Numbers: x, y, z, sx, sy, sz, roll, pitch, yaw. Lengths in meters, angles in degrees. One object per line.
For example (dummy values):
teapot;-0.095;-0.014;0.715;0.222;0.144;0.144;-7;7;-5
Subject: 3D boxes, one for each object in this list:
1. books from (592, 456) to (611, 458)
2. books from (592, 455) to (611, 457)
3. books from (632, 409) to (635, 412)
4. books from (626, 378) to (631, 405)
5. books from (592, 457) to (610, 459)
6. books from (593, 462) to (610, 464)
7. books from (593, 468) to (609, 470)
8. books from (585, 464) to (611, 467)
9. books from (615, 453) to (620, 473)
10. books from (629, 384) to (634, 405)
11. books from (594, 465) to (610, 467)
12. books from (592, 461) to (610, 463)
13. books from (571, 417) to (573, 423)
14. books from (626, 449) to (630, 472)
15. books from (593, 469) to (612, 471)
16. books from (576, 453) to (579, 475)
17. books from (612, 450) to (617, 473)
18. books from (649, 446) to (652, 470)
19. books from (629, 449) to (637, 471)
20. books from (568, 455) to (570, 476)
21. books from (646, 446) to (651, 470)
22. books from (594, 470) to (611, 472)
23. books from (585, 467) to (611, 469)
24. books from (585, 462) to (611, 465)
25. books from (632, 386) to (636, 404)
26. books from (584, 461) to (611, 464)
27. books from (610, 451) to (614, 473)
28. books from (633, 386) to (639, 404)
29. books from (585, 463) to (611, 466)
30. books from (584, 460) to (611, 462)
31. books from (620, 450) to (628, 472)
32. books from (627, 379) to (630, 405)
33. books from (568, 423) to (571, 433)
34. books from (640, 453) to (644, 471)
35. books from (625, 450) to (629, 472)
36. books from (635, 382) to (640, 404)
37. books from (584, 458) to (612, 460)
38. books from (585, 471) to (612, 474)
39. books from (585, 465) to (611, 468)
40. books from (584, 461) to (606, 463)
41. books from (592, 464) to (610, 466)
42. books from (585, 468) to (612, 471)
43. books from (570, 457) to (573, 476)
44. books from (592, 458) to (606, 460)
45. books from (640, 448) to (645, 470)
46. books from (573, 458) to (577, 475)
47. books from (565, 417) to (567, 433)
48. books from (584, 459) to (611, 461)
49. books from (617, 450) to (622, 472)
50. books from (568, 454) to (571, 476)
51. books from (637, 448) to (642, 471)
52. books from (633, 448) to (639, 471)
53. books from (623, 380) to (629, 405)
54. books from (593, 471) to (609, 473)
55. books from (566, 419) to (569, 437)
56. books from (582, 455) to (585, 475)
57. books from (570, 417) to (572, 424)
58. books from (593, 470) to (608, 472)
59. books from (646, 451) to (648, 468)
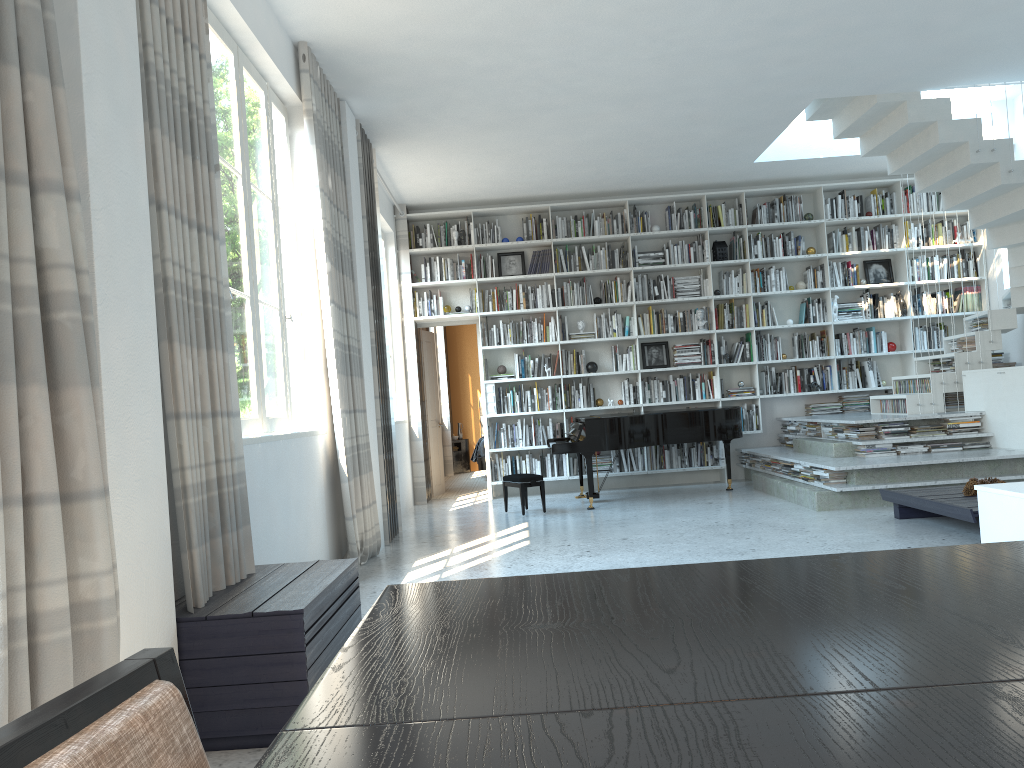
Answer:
books;0.935;0.798;9.711;0.285;0.005;0.159;-4;-2;0
books;0.934;0.787;9.699;0.285;0.005;0.159;-4;-2;5
books;1.341;0.436;9.699;0.013;0.320;0.173;-4;-1;0
books;1.276;0.082;9.715;0.014;0.291;0.132;-4;-1;0
books;0.935;0.809;9.711;0.254;0.006;0.161;-4;-2;0
books;0.936;0.864;9.710;0.254;0.006;0.161;-4;-2;0
books;0.944;0.924;9.700;0.254;0.007;0.161;-4;-2;-4
books;0.941;0.890;9.698;0.285;0.007;0.159;-4;-2;-5
books;1.146;0.860;9.694;0.029;0.202;0.178;-4;-1;0
books;1.299;0.115;9.705;0.029;0.221;0.153;-4;-1;0
books;0.941;0.897;9.707;0.254;0.007;0.161;-4;-2;1
books;0.935;0.853;9.708;0.254;0.006;0.161;-4;-2;-1
books;0.660;0.501;9.714;0.013;0.288;0.161;-4;-1;0
books;1.264;0.815;9.685;0.012;0.274;0.180;-4;-1;0
books;0.943;0.938;9.700;0.285;0.007;0.159;-4;-2;-4
books;0.723;0.876;9.701;0.023;0.231;0.164;-4;-1;0
books;1.113;0.831;9.707;0.031;0.265;0.144;-4;-1;0
books;1.500;0.785;9.687;0.014;0.300;0.184;-4;-1;0
books;1.307;0.812;9.697;0.073;0.276;0.181;-4;-1;0
books;0.615;0.857;9.713;0.012;0.285;0.159;-4;-1;0
books;1.482;0.809;9.687;0.026;0.256;0.183;-4;-1;0
books;0.944;0.952;9.709;0.254;0.007;0.161;-4;-2;0
books;0.943;0.917;9.705;0.285;0.007;0.159;-4;-2;2
books;0.939;0.870;9.710;0.285;0.007;0.159;-4;-2;0
books;1.330;0.127;9.725;0.031;0.194;0.142;-4;-1;0
books;0.936;0.858;9.706;0.285;0.005;0.159;-4;-2;-2
books;1.092;0.838;9.692;0.012;0.254;0.161;-4;-1;0
books;1.357;0.121;9.712;0.024;0.201;0.158;-4;-1;0
books;0.940;0.877;9.708;0.285;0.007;0.159;-4;-2;1
books;0.935;0.842;9.708;0.285;0.005;0.159;-4;-2;-1
books;1.216;0.830;9.695;0.062;0.253;0.177;-4;-1;0
books;1.265;0.090;9.718;0.010;0.277;0.155;-4;-1;0
books;0.634;0.541;9.712;0.026;0.213;0.140;-4;-1;0
books;1.408;0.853;9.695;0.024;0.180;0.171;-4;-1;0
books;1.254;0.838;9.692;0.011;0.232;0.174;-4;-1;0
books;1.377;0.100;9.738;0.019;0.242;0.107;-4;-1;0
books;0.936;0.820;9.704;0.285;0.005;0.159;-4;-2;-3
books;0.945;0.966;9.709;0.285;0.007;0.159;-4;-2;0
books;0.942;0.904;9.700;0.285;0.007;0.159;-4;-2;-4
books;0.935;0.847;9.708;0.285;0.005;0.159;-4;-2;1
books;0.940;0.883;9.707;0.254;0.007;0.161;-4;-2;1
books;0.944;0.931;9.697;0.285;0.007;0.159;-4;-2;5
books;0.648;0.898;9.711;0.025;0.198;0.160;-4;-1;0
books;0.936;0.815;9.700;0.254;0.006;0.161;-4;-2;-5
books;1.428;0.823;9.715;0.021;0.237;0.115;-4;-1;0
books;0.687;0.902;9.703;0.053;0.184;0.148;-4;-1;0
books;0.590;0.508;9.718;0.012;0.285;0.159;-4;-1;0
books;0.934;0.831;9.701;0.285;0.005;0.159;-4;-2;-4
books;1.173;0.841;9.706;0.028;0.238;0.136;-4;-1;0
books;0.628;0.883;9.715;0.012;0.230;0.138;-4;-1;0
books;1.381;0.814;9.679;0.024;0.260;0.189;-4;-1;0
books;1.357;0.817;9.711;0.025;0.259;0.132;-4;-1;0
books;1.246;0.095;9.705;0.027;0.269;0.159;-4;-1;0
books;0.944;0.959;9.700;0.254;0.007;0.161;-4;-2;4
books;0.608;0.516;9.718;0.023;0.266;0.134;-4;-1;0
books;0.772;0.847;9.710;0.027;0.282;0.129;-4;-1;0
books;0.649;0.505;9.711;0.010;0.282;0.149;-4;-1;0
books;0.943;0.945;9.706;0.254;0.007;0.161;-4;-2;1
books;1.464;0.820;9.710;0.010;0.237;0.134;-4;-1;0
